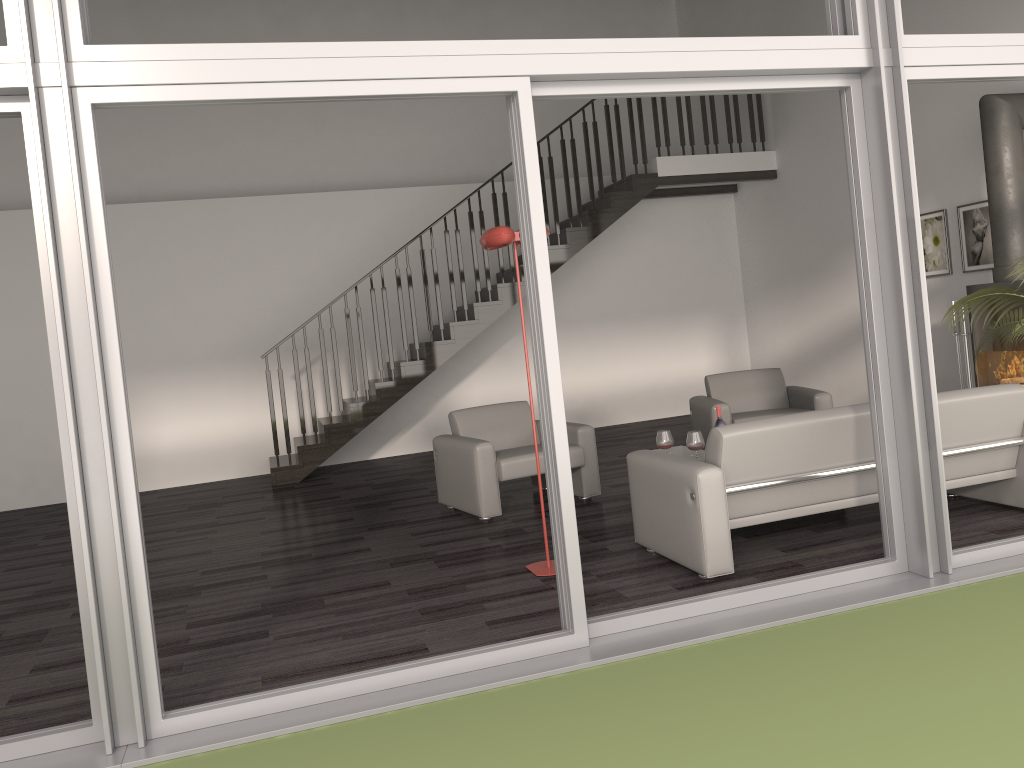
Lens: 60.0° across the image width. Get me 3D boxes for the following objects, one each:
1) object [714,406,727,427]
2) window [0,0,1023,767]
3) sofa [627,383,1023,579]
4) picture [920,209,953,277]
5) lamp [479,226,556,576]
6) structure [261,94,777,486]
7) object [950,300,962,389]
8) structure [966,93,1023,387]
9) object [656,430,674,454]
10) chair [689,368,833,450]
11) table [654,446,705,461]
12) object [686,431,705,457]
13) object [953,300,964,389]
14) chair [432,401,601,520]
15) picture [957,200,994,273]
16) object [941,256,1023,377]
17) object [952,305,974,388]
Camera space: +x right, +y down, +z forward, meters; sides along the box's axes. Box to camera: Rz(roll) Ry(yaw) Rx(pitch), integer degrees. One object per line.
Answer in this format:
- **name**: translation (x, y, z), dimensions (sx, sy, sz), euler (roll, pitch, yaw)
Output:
- **object**: translation (1.388, 0.331, 5.883), dimensions (0.093, 0.370, 0.093), euler (-6, 1, -17)
- **window**: translation (0.079, -0.690, 3.416), dimensions (9.756, 3.469, 0.385), euler (-7, 1, -16)
- **sofa**: translation (1.744, 0.436, 4.790), dimensions (2.117, 0.717, 0.902), euler (-7, 3, -16)
- **picture**: translation (3.788, -1.258, 7.987), dimensions (0.026, 0.577, 0.394), euler (-6, 2, -16)
- **lamp**: translation (0.099, 0.077, 4.623), dimensions (0.353, 1.787, 0.365), euler (-6, 1, -16)
- **structure**: translation (0.341, -1.424, 9.938), dimensions (6.349, 4.091, 1.000), euler (-7, 2, -16)
- **object**: translation (3.637, -0.170, 7.235), dimensions (0.078, 1.019, 0.167), euler (-5, 2, 36)
- **structure**: translation (4.042, -0.903, 6.634), dimensions (1.117, 2.672, 0.818), euler (-7, 1, -16)
- **object**: translation (1.002, 0.384, 5.809), dimensions (0.116, 0.155, 0.116), euler (-6, 2, -7)
- **chair**: translation (2.010, 0.263, 7.194), dimensions (0.963, 0.717, 0.911), euler (-6, 3, -1)
- **table**: translation (1.092, 0.628, 5.750), dimensions (0.400, 0.341, 0.680), euler (-7, 3, -16)
- **object**: translation (1.162, 0.379, 5.616), dimensions (0.116, 0.155, 0.116), euler (-7, 2, -25)
- **object**: translation (3.716, -0.206, 7.374), dimensions (0.042, 0.982, 0.116), euler (-7, 2, -40)
- **chair**: translation (0.024, 0.517, 6.468), dimensions (0.965, 0.717, 0.909), euler (-7, 3, -26)
- **picture**: translation (3.935, -1.241, 7.472), dimensions (0.026, 0.577, 0.394), euler (-6, 2, -16)
- **object**: translation (3.435, -0.261, 5.475), dimensions (2.122, 1.665, 1.718), euler (-7, 3, -21)
- **object**: translation (3.758, -0.134, 7.289), dimensions (0.400, 1.125, 0.401), euler (-5, 2, 34)
